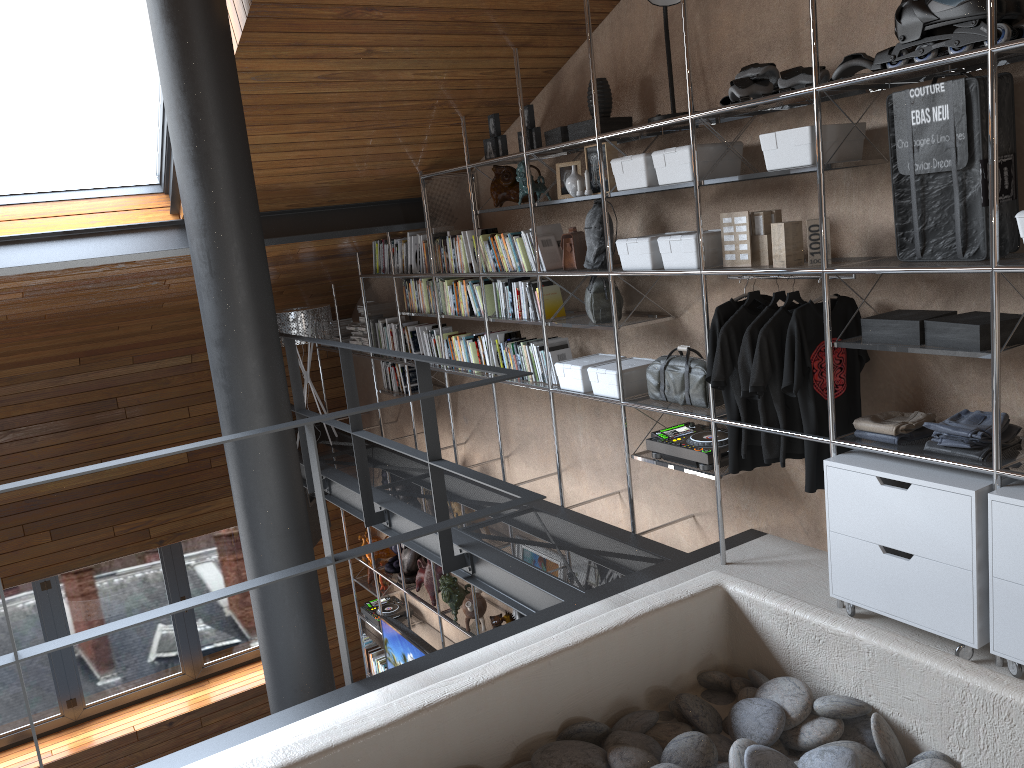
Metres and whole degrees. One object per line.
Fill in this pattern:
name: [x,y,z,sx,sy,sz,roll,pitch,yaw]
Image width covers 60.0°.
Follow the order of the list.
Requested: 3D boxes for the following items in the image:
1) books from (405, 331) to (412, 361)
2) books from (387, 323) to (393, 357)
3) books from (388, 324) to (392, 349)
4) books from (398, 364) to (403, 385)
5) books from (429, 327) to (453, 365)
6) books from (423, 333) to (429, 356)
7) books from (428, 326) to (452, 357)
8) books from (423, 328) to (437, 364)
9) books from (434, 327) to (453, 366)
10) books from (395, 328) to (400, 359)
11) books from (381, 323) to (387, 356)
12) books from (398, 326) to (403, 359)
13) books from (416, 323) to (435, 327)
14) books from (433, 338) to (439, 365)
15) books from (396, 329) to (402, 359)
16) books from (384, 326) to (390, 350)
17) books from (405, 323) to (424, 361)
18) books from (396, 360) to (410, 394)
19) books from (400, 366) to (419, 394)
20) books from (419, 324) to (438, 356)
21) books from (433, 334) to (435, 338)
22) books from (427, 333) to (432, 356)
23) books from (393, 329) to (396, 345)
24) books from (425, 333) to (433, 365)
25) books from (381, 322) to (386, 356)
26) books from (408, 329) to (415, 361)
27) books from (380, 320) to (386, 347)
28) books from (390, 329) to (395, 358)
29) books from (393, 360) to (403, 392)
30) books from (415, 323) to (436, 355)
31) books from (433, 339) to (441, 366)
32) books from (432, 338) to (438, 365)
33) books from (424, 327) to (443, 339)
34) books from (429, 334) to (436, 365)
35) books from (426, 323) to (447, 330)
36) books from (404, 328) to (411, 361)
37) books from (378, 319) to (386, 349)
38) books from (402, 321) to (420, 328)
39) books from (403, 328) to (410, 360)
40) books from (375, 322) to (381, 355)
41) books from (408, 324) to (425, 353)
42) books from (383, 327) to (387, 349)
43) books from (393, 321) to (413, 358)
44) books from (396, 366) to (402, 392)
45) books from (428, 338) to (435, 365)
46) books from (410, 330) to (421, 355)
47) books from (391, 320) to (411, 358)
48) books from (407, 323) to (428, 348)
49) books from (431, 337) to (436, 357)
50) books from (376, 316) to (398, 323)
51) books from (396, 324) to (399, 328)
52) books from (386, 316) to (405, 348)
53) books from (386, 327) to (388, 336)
books: [-0.631,-0.271,5.936,0.136,0.212,0.051,-13,12,-31]
books: [-0.791,-0.313,6.191,0.148,0.234,0.013,-13,12,-31]
books: [-0.780,-0.313,6.183,0.148,0.234,0.013,-13,12,-31]
books: [-0.708,-0.053,6.164,0.137,0.216,0.049,-13,12,-31]
books: [-0.433,-0.243,5.635,0.161,0.222,0.055,-13,12,-31]
books: [-0.494,-0.239,5.714,0.127,0.200,0.046,-13,12,-31]
books: [-0.439,-0.250,5.667,0.177,0.217,0.046,-13,12,-31]
books: [-0.475,-0.250,5.713,0.164,0.217,0.048,-13,12,-31]
books: [-0.412,-0.235,5.562,0.122,0.229,0.057,-13,12,-31]
books: [-0.729,-0.286,6.085,0.130,0.208,0.010,-13,12,-31]
books: [-0.837,-0.326,6.293,0.161,0.231,0.021,-13,12,-31]
books: [-0.701,-0.293,6.033,0.129,0.231,0.010,-13,12,-31]
books: [-0.546,-0.279,5.863,0.143,0.236,0.062,-13,12,-31]
books: [-0.430,-0.211,5.587,0.112,0.176,0.039,-13,12,-31]
books: [-0.715,-0.286,6.078,0.148,0.206,0.018,-13,12,-31]
books: [-0.820,-0.311,6.259,0.146,0.210,0.018,-13,12,-31]
books: [-0.628,-0.280,5.921,0.143,0.235,0.055,-13,12,-31]
books: [-0.725,-0.052,6.169,0.133,0.218,0.051,-13,12,-31]
books: [-0.688,-0.034,6.109,0.138,0.191,0.049,-13,12,-31]
books: [-0.518,-0.267,5.788,0.148,0.232,0.053,-13,12,-31]
books: [-0.431,-0.224,5.597,0.111,0.197,0.043,-13,12,-31]
books: [-0.469,-0.234,5.669,0.127,0.200,0.046,-13,12,-31]
books: [-0.741,-0.296,6.147,0.148,0.206,0.014,-13,12,-31]
books: [-0.481,-0.233,5.674,0.127,0.200,0.046,-13,12,-31]
books: [-0.852,-0.330,6.317,0.148,0.234,0.013,-13,12,-31]
books: [-0.602,-0.269,5.885,0.141,0.221,0.055,-13,12,-31]
books: [-0.840,-0.344,6.338,0.192,0.251,0.012,-13,12,-31]
books: [-0.772,-0.294,6.173,0.143,0.199,0.019,-13,12,-31]
books: [-0.744,-0.061,6.214,0.155,0.215,0.055,-13,12,-31]
books: [-0.544,-0.271,5.828,0.148,0.232,0.053,-13,12,-31]
books: [-0.426,-0.208,5.577,0.111,0.174,0.041,-13,12,-31]
books: [-0.437,-0.213,5.602,0.112,0.176,0.039,-13,12,-31]
books: [-0.469,-0.250,5.705,0.171,0.218,0.047,-13,12,-31]
books: [-0.451,-0.234,5.646,0.125,0.206,0.055,-13,12,-31]
books: [-0.473,-0.269,5.774,0.148,0.232,0.053,-13,12,-31]
books: [-0.642,-0.275,5.950,0.133,0.219,0.058,-13,12,-31]
books: [-0.850,-0.346,6.344,0.191,0.255,0.012,-13,12,-31]
books: [-0.672,-0.296,5.992,0.131,0.247,0.018,-13,12,-31]
books: [-0.678,-0.275,5.969,0.137,0.215,0.014,-13,12,-31]
books: [-0.896,-0.334,6.366,0.148,0.234,0.013,-13,12,-31]
books: [-0.596,-0.274,5.871,0.148,0.232,0.053,-13,12,-31]
books: [-0.837,-0.307,6.265,0.130,0.208,0.010,-13,12,-31]
books: [-0.740,-0.308,6.130,0.148,0.234,0.013,-13,12,-31]
books: [-0.729,-0.043,6.183,0.126,0.197,0.047,-13,12,-31]
books: [-0.464,-0.217,5.656,0.119,0.171,0.044,-13,12,-31]
books: [-0.587,-0.258,5.858,0.148,0.206,0.053,-13,12,-31]
books: [-0.754,-0.314,6.158,0.146,0.240,0.023,-13,12,-31]
books: [-0.609,-0.281,5.917,0.148,0.232,0.053,-13,12,-31]
books: [-0.439,-0.218,5.614,0.117,0.182,0.044,-13,12,-31]
books: [-0.872,-0.353,6.393,0.207,0.255,0.010,-13,12,-31]
books: [-0.722,-0.303,6.100,0.129,0.231,0.010,-13,12,-31]
books: [-0.804,-0.337,6.232,0.143,0.268,0.020,-13,12,-31]
books: [-0.809,-0.313,6.249,0.148,0.216,0.010,-13,12,-31]
